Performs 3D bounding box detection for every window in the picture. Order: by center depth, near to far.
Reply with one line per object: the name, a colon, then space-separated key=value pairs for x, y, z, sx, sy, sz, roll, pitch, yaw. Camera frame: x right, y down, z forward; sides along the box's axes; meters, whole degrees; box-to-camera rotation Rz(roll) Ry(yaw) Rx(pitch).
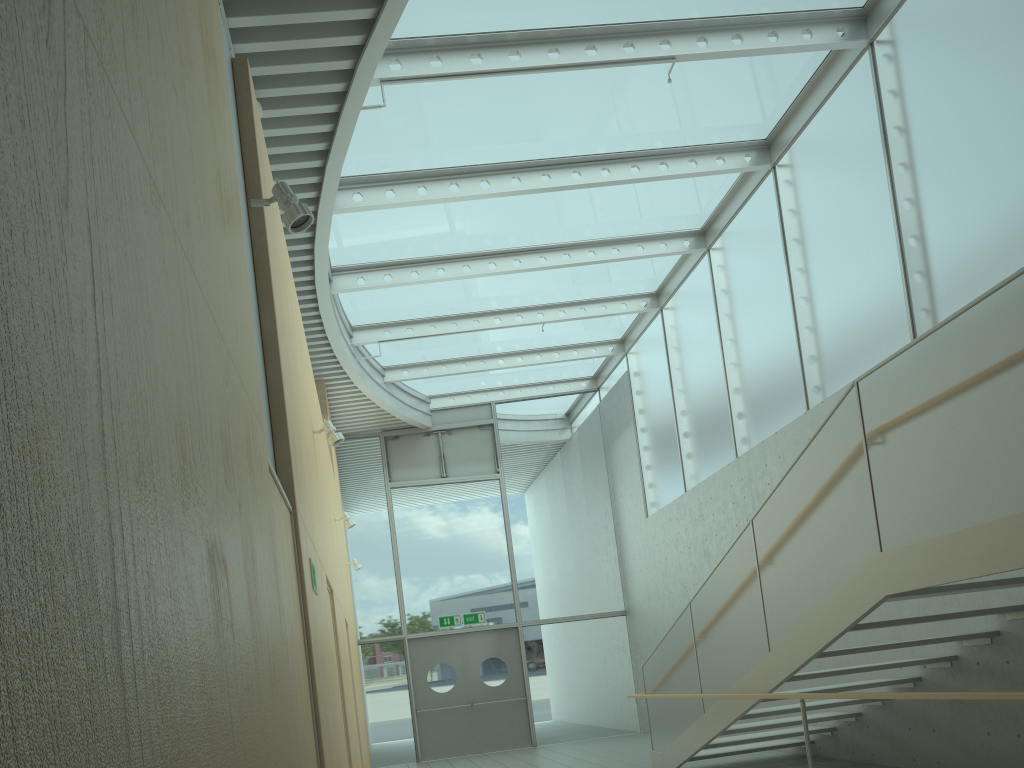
window: x=0.633 y=1.016 z=9.260 sx=4.761 sy=6.068 sz=16.657 roll=-5 pitch=-17 yaw=-11
window: x=2.578 y=-0.639 z=9.688 sx=0.030 sy=2.656 sz=16.475 roll=-6 pitch=-18 yaw=-11
window: x=-0.391 y=3.286 z=14.740 sx=4.835 sy=6.155 sz=0.112 roll=-5 pitch=-3 yaw=-9

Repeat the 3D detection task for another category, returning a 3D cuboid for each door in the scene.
door: x=-0.713 y=5.294 z=14.536 sx=1.913 sy=2.063 sz=0.179 roll=-5 pitch=-3 yaw=-9

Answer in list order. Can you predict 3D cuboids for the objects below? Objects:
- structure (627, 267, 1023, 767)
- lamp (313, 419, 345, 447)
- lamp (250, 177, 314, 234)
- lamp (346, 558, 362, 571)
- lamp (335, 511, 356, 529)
structure: x=3.065 y=0.220 z=3.630 sx=1.876 sy=4.075 sz=13.274 roll=-6 pitch=-18 yaw=-11
lamp: x=-1.344 y=0.354 z=6.212 sx=0.231 sy=0.192 sz=0.146 roll=0 pitch=-11 yaw=-29
lamp: x=-0.896 y=-0.706 z=3.330 sx=0.231 sy=0.192 sz=0.146 roll=0 pitch=-11 yaw=-29
lamp: x=-2.305 y=2.631 z=12.398 sx=0.231 sy=0.192 sz=0.146 roll=0 pitch=-11 yaw=-29
lamp: x=-1.823 y=1.489 z=9.294 sx=0.231 sy=0.192 sz=0.146 roll=0 pitch=-11 yaw=-29
